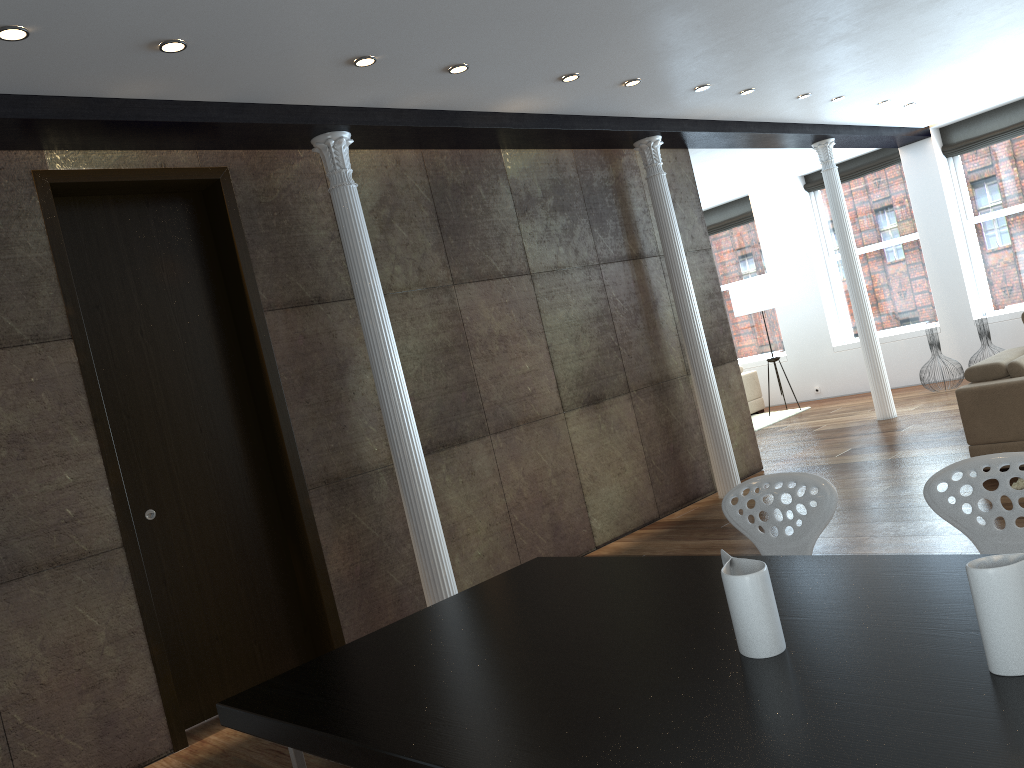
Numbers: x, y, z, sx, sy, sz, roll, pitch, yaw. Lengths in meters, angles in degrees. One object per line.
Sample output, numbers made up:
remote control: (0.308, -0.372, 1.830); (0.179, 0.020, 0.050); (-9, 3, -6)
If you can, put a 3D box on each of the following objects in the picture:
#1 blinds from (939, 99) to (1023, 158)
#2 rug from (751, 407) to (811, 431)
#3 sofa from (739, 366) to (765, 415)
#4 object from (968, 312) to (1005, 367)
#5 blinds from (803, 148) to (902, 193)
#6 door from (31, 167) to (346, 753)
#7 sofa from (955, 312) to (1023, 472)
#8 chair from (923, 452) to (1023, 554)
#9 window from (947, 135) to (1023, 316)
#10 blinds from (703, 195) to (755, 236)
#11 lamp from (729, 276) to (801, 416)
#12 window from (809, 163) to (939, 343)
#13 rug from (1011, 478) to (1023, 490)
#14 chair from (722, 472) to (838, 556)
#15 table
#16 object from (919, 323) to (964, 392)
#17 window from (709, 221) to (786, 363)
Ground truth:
blinds: (5.631, -2.990, 10.114); (0.183, 0.395, 1.431); (-14, 1, -43)
rug: (1.372, 0.885, 11.915); (2.972, 0.020, 4.231); (-14, 1, -43)
sofa: (2.175, 0.200, 12.754); (1.018, 0.950, 2.581); (-14, 1, -43)
object: (5.309, -0.415, 9.904); (0.458, 0.781, 0.458); (-14, 1, -44)
blinds: (4.423, -2.785, 11.451); (0.156, 0.275, 1.396); (-14, 1, -43)
door: (-1.729, 0.318, 4.677); (1.000, 2.814, 0.510); (-14, 1, -43)
sofa: (4.134, -0.157, 6.248); (2.581, 0.950, 1.021); (-14, 1, -43)
chair: (1.286, 0.651, 2.317); (0.581, 0.835, 0.495); (-14, 1, -43)
window: (5.923, -2.018, 10.184); (0.123, 2.400, 1.432); (-14, 1, -43)
blinds: (3.062, -2.424, 12.967); (0.156, 0.393, 1.342); (-14, 1, -43)
lamp: (3.347, -0.463, 11.466); (0.698, 1.728, 0.698); (-14, 1, -19)
window: (4.719, -1.752, 11.511); (0.123, 2.400, 1.391); (-14, 1, -43)
rug: (5.421, 0.024, 5.586); (4.231, 0.020, 2.972); (-14, 1, -43)
chair: (0.810, 0.756, 2.813); (0.581, 0.835, 0.495); (-14, 1, -43)
table: (0.880, 0.817, 1.443); (1.200, 0.733, 3.400); (-14, 1, -43)
object: (4.844, -0.307, 10.098); (0.458, 0.781, 0.458); (-14, 1, -44)
window: (3.344, -1.449, 13.026); (0.123, 2.400, 1.345); (-14, 1, -43)
